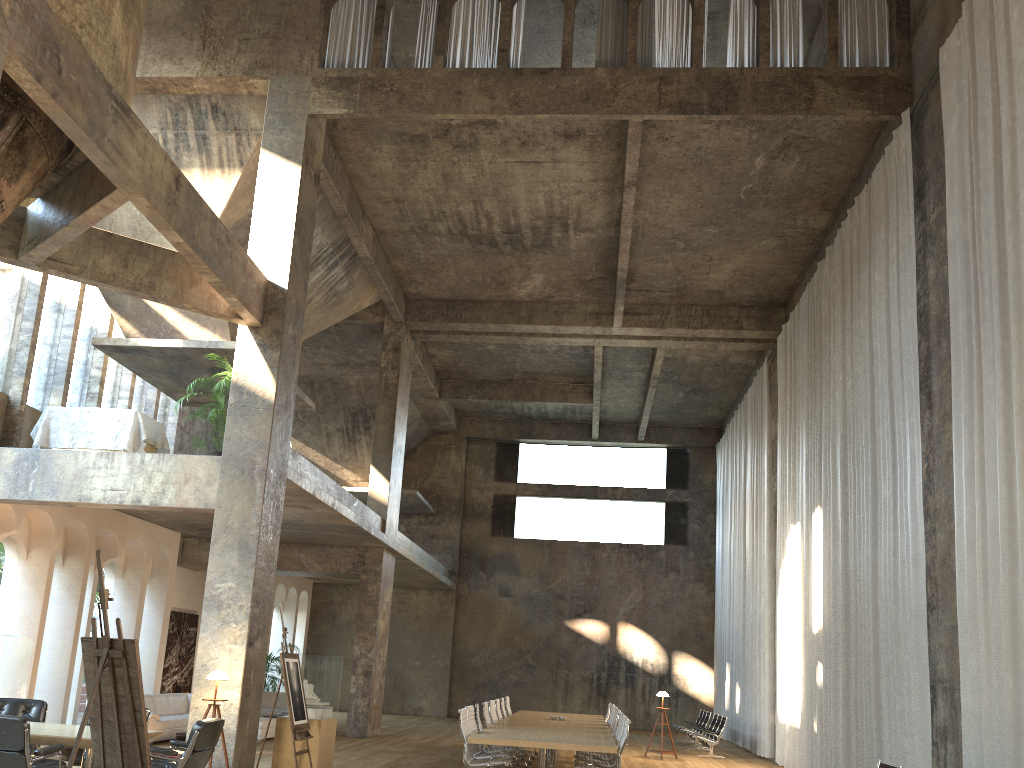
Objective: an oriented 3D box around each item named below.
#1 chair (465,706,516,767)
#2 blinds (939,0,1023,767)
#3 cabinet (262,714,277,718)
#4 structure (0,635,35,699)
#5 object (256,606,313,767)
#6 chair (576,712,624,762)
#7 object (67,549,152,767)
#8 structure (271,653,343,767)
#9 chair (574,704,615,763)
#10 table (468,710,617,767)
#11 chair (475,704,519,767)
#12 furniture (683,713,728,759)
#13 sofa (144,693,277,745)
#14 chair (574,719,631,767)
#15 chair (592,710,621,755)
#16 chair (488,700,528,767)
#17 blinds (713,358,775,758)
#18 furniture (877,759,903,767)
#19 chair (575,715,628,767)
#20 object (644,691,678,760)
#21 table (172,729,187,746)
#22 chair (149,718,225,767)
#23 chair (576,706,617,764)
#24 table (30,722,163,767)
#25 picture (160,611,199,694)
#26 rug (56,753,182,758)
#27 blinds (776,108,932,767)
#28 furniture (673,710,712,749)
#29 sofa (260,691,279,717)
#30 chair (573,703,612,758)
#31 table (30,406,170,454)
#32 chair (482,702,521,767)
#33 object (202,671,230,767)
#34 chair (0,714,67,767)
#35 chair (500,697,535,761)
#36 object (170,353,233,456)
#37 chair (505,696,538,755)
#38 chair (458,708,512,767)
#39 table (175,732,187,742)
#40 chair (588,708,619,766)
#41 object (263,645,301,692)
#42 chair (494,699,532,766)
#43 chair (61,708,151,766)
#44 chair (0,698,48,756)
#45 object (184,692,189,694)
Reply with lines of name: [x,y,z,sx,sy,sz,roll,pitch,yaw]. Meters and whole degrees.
chair: [-0.290,4.576,11.011,0.699,0.996,0.685,0,-14,14]
blinds: [4.301,-0.910,5.470,0.275,8.398,8.070,2,-15,7]
cabinet: [-4.481,6.733,17.366,0.395,0.358,1.611,2,-18,5]
structure: [-6.692,3.967,11.170,0.594,1.504,0.765,2,-13,6]
object: [-2.749,3.838,10.881,0.684,2.087,0.721,3,-12,5]
chair: [1.183,4.941,11.848,0.698,0.996,0.685,1,-14,11]
object: [-2.707,2.199,5.871,0.706,2.087,0.699,-5,-15,37]
structure: [-2.713,4.387,11.704,0.594,1.504,0.765,2,-13,6]
chair: [1.466,6.103,15.340,0.699,0.996,0.685,0,-14,14]
table: [0.616,5.442,13.079,1.600,0.737,7.957,2,-18,5]
chair: [-0.227,4.854,11.849,0.698,0.996,0.685,2,-13,5]
furniture: [4.131,7.519,18.880,0.708,0.817,1.931,2,-17,6]
sofa: [-5.452,5.786,15.214,2.063,0.701,3.021,2,-18,5]
chair: [-1.790,4.271,10.344,12.943,1.003,32.497,2,-18,5]
chair: [1.254,5.234,12.728,0.699,0.996,0.685,0,-14,14]
chair: [-0.070,5.445,13.622,0.699,0.996,0.685,0,-14,14]
blinds: [5.727,4.729,22.408,0.275,8.398,8.069,3,-15,5]
furniture: [3.262,3.866,7.895,0.708,0.817,1.931,2,-17,6]
chair: [1.109,4.642,10.950,0.698,0.996,0.685,1,-14,9]
object: [2.868,6.702,17.299,0.575,1.261,0.672,-6,-16,38]
table: [-4.950,5.708,14.131,0.859,0.239,0.382,2,-16,5]
chair: [-3.135,3.479,7.995,0.820,0.867,0.752,3,-14,2]
chair: [1.395,5.824,14.502,0.698,0.996,0.685,2,-13,5]
table: [-4.686,3.525,8.133,2.408,0.680,1.139,2,-16,5]
picture: [-7.134,5.789,18.840,0.069,1.720,1.549,3,-14,6]
rug: [-5.100,5.208,12.278,2.461,0.009,1.389,2,-18,5]
blinds: [5.013,1.905,13.926,0.275,8.398,8.070,2,-15,7]
furniture: [4.328,8.297,21.216,0.708,0.817,1.931,2,-17,6]
sofa: [-5.107,7.156,19.325,2.066,0.701,1.105,2,-16,5]
chair: [1.508,6.383,16.188,0.698,0.996,0.685,1,-14,11]
table: [-6.000,0.827,12.860,1.748,0.779,1.150,2,-16,5]
chair: [-0.145,5.158,12.761,0.698,0.996,0.685,1,-14,11]
object: [-3.539,3.943,10.088,0.570,1.261,0.677,2,-13,6]
chair: [-4.142,3.205,7.350,0.729,0.867,0.846,1,-15,12]
chair: [0.075,6.036,15.399,0.698,0.996,0.685,1,-14,9]
object: [-4.035,0.378,12.690,1.401,1.758,1.397,1,-14,11]
chair: [0.156,6.345,16.327,0.698,0.996,0.685,1,-14,11]
chair: [-0.325,4.295,10.162,0.698,0.996,0.685,1,-14,11]
table: [-4.921,5.849,14.488,0.789,0.197,1.145,2,-18,5]
chair: [1.330,5.520,13.589,0.698,0.996,0.685,1,-14,11]
object: [-5.824,7.047,20.846,1.401,1.762,1.397,1,-14,11]
chair: [0.002,5.738,14.501,0.698,0.996,0.685,1,-14,11]
chair: [-4.122,3.685,8.809,0.729,0.867,0.846,4,-15,0]
chair: [-5.130,3.644,8.873,0.734,0.867,0.841,9,-15,-20]
object: [-6.960,6.877,18.682,0.174,0.613,0.244,5,-12,-6]
